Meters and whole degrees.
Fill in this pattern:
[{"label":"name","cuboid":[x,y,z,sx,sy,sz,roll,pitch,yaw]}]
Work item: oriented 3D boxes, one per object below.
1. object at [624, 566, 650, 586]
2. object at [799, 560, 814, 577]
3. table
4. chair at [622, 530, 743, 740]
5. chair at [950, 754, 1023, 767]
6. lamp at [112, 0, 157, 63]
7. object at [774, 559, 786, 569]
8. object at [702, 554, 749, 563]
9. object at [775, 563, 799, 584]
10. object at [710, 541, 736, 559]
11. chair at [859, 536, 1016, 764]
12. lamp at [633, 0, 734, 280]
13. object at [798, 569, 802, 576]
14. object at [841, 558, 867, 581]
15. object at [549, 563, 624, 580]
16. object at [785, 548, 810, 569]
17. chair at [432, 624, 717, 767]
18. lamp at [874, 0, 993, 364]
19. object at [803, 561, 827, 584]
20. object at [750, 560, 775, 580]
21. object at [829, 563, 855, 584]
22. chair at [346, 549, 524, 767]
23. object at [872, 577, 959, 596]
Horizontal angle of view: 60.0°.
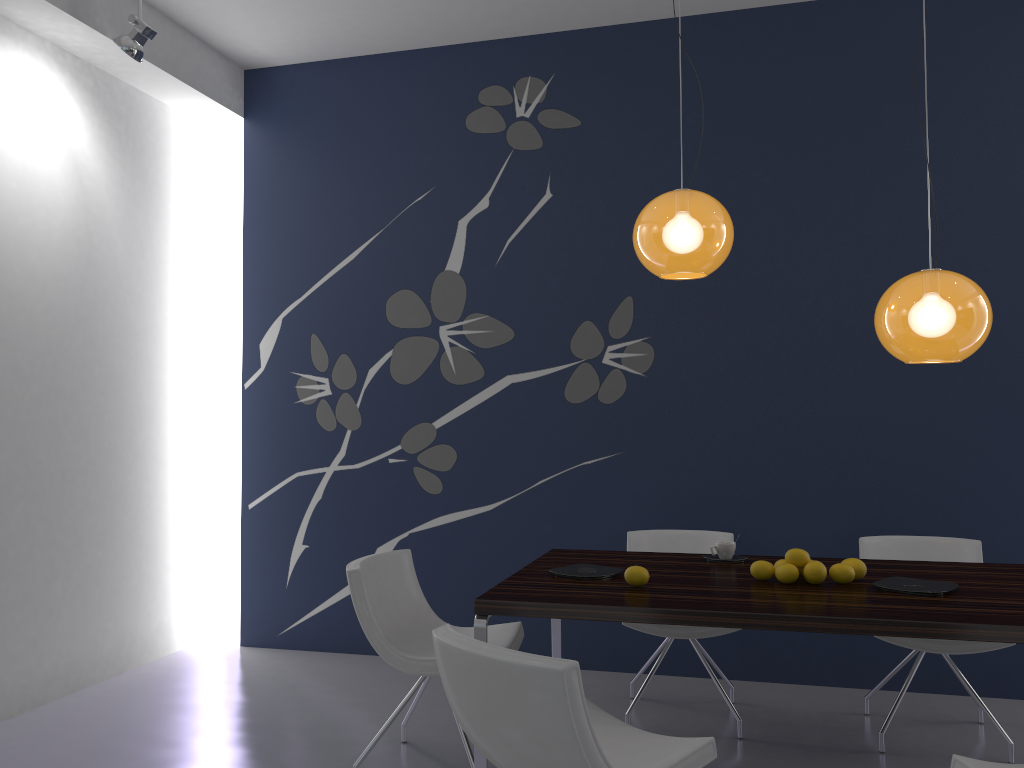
[{"label":"object","cuboid":[0.419,0.643,2.969,0.083,0.068,0.070,-1,-3,19]},{"label":"object","cuboid":[1.033,0.642,3.066,0.081,0.071,0.069,0,-2,-8]},{"label":"table","cuboid":[1.016,1.068,3.027,2.046,0.783,1.127,-1,-2,15]},{"label":"chair","cuboid":[0.770,1.100,4.034,0.508,0.805,0.620,-1,-2,10]},{"label":"chair","cuboid":[1.389,1.009,1.934,0.508,0.805,0.620,0,-2,-15]},{"label":"lamp","cuboid":[-1.727,-1.729,4.064,0.185,0.511,0.150,-1,-2,15]},{"label":"object","cuboid":[0.953,0.645,3.087,0.070,0.068,0.083,0,-2,-16]},{"label":"object","cuboid":[0.842,0.689,3.495,0.154,0.020,0.154,1,-3,-30]},{"label":"object","cuboid":[0.931,0.642,3.005,0.070,0.068,0.083,0,-2,-16]},{"label":"object","cuboid":[0.835,0.657,3.489,0.081,0.064,0.101,-2,-3,40]},{"label":"chair","cuboid":[1.775,1.083,3.764,0.508,0.805,0.620,-1,-2,15]},{"label":"lamp","cuboid":[0.613,-1.209,3.231,0.358,1.645,0.359,-1,-3,26]},{"label":"object","cuboid":[1.019,0.643,3.147,0.094,0.077,0.079,1,-3,-31]},{"label":"object","cuboid":[1.174,0.638,3.056,0.079,0.077,0.094,0,-2,-11]},{"label":"object","cuboid":[0.270,0.680,3.204,0.232,0.020,0.232,-3,-3,44]},{"label":"object","cuboid":[0.977,0.597,3.034,0.083,0.068,0.070,-1,-3,19]},{"label":"chair","cuboid":[0.137,1.031,2.282,0.620,0.805,0.508,2,-3,-40]},{"label":"lamp","cuboid":[1.405,-1.058,3.013,0.359,1.974,0.358,-1,-3,20]},{"label":"object","cuboid":[1.020,0.635,2.984,0.076,0.080,0.094,-1,-2,17]},{"label":"object","cuboid":[0.867,0.645,3.066,0.083,0.068,0.070,-1,-3,19]},{"label":"object","cuboid":[1.115,0.640,2.995,0.083,0.068,0.070,-1,-3,19]},{"label":"chair","cuboid":[-0.309,1.081,3.437,0.620,0.805,0.508,-1,-2,15]},{"label":"object","cuboid":[1.314,0.661,2.890,0.232,0.020,0.232,-3,-3,44]}]
